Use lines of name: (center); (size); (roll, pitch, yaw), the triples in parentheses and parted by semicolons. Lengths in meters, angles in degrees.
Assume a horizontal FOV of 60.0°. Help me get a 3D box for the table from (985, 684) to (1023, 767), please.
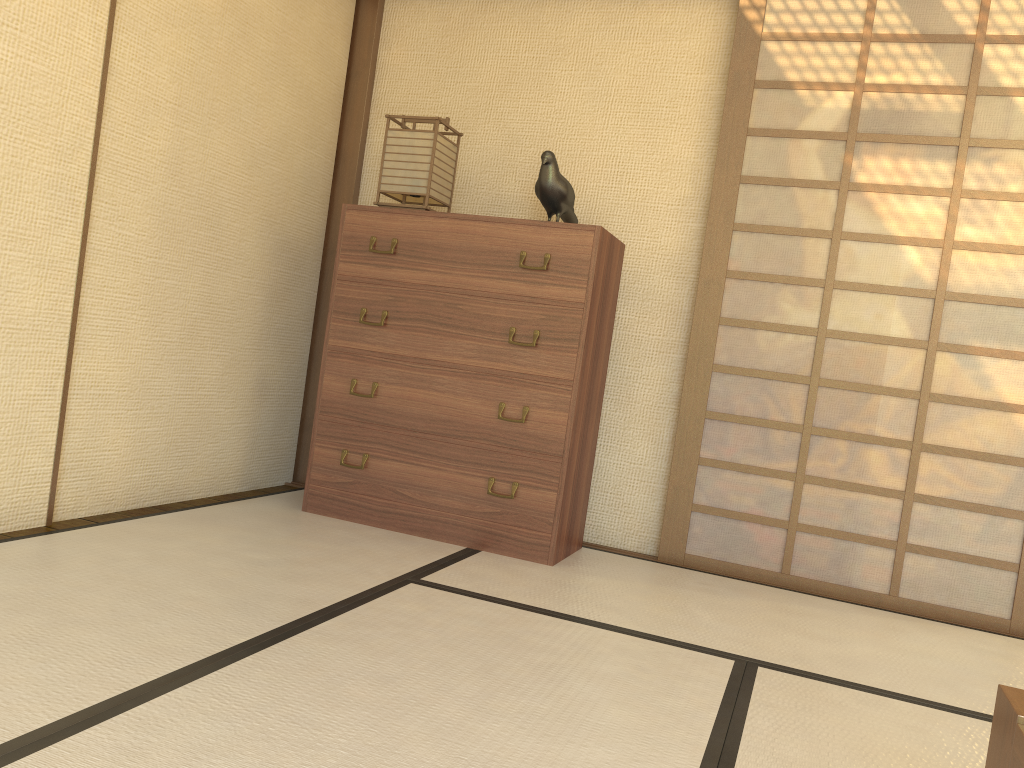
table: (0.954, 0.653, 0.603); (1.000, 0.350, 1.000); (9, 2, 19)

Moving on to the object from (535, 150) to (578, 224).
object: (0.118, -0.725, 3.422); (0.383, 0.282, 0.360); (8, 2, 9)

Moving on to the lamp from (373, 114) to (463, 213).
lamp: (-0.366, -0.855, 3.499); (0.240, 0.400, 0.240); (9, 2, 19)

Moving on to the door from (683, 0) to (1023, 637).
door: (1.392, -0.333, 3.208); (1.230, 2.265, 0.076); (9, 2, 19)

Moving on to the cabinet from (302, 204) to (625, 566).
cabinet: (-0.191, -0.019, 3.410); (1.020, 1.200, 0.421); (9, 2, 19)
